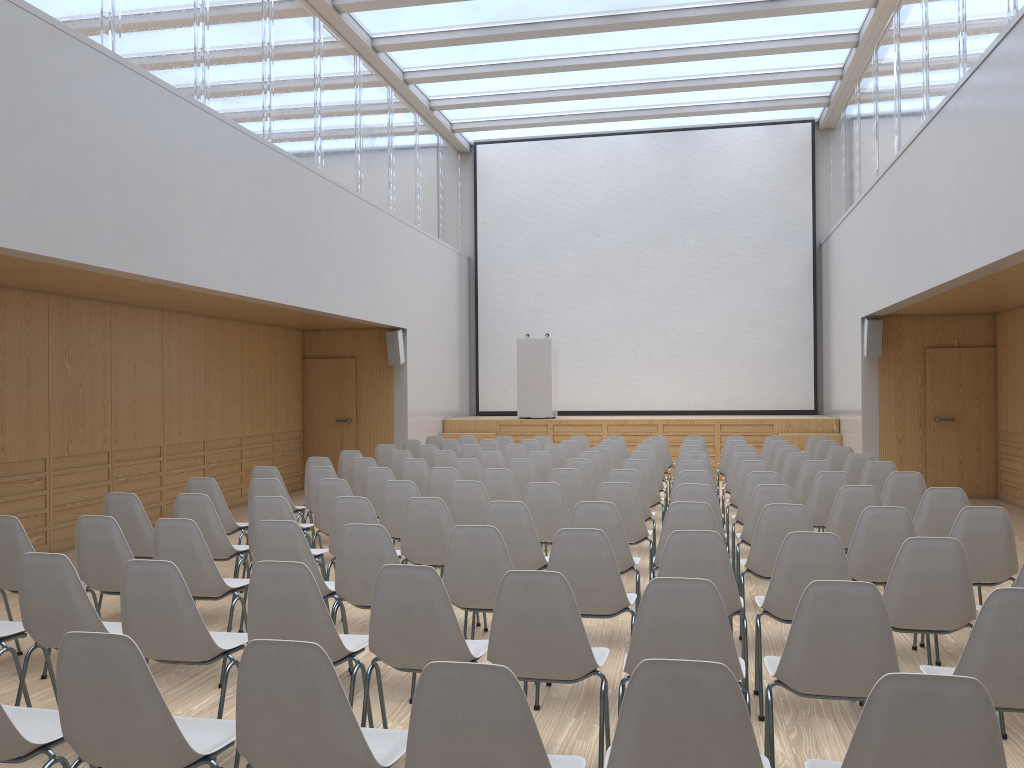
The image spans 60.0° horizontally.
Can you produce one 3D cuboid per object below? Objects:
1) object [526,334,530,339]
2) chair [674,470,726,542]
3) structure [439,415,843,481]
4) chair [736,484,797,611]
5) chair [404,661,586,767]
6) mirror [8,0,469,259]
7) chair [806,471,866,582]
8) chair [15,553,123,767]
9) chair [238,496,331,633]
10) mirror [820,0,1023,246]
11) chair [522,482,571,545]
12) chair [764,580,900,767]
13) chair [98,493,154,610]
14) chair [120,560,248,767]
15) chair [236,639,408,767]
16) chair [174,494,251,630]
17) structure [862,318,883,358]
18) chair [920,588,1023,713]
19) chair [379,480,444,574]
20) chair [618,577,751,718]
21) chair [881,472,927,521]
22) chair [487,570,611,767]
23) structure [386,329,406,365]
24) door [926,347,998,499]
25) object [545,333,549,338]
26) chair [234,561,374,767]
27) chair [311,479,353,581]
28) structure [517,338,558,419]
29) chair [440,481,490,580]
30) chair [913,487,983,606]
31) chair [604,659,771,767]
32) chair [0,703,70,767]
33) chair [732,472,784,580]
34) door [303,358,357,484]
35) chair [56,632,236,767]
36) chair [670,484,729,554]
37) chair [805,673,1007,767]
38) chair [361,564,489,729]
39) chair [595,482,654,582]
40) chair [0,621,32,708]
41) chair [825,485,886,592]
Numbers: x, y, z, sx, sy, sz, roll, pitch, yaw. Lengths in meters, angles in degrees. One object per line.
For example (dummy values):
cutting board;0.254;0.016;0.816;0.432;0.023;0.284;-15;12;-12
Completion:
object;0.271;-0.729;15.442;0.166;0.305;0.252;0;0;-16
chair;1.487;1.117;7.196;0.479;0.876;0.505;-1;0;12
structure;2.133;1.100;15.346;6.552;1.027;2.728;-1;0;12
chair;1.798;1.108;6.152;0.479;0.876;0.505;-1;0;12
chair;-0.051;1.105;2.367;0.479;0.876;0.505;-1;0;12
mirror;-2.777;-3.508;8.656;0.253;2.090;17.827;-1;0;12
chair;2.512;1.106;7.025;0.479;0.876;0.505;-1;0;12
chair;-1.862;1.130;3.876;0.479;0.876;0.505;-1;0;12
chair;-1.459;1.136;5.765;0.479;0.876;0.505;-1;0;12
mirror;3.873;-3.577;7.276;0.253;2.090;17.827;-1;0;12
chair;0.272;1.124;6.427;0.479;0.876;0.505;-1;0;12
chair;1.164;1.098;3.220;0.479;0.876;0.505;-1;0;12
chair;-2.490;1.147;6.021;0.479;0.876;0.505;-1;0;12
chair;-1.357;1.124;3.702;0.479;0.876;0.505;-1;0;12
chair;-0.544;1.111;2.571;0.479;0.876;0.505;-1;0;12
chair;-1.996;1.142;5.937;0.479;0.876;0.505;-1;0;12
structure;4.894;-0.628;12.033;0.196;0.542;0.368;-1;0;12
chair;1.710;1.093;3.086;0.479;0.876;0.505;-1;0;12
chair;-0.757;1.134;6.641;0.479;0.876;0.505;-1;0;12
chair;0.636;1.104;3.288;0.479;0.876;0.505;-1;0;12
chair;3.033;1.101;6.946;0.479;0.876;0.505;-1;0;12
chair;0.133;1.109;3.434;0.479;0.876;0.505;-1;0;12
structure;-1.757;-0.559;13.414;0.196;0.542;0.368;-1;0;12
door;6.048;0.525;11.916;0.873;2.024;0.108;-1;0;12
object;0.612;-0.732;15.372;0.166;0.305;0.252;0;0;-16
chair;-0.835;1.119;3.653;0.479;0.876;0.505;-1;0;12
chair;-1.277;1.140;6.809;0.479;0.876;0.505;-1;0;12
structure;0.444;-0.087;15.472;0.605;1.379;0.605;-1;0;12
chair;-0.266;1.130;6.580;0.479;0.876;0.505;-1;0;12
chair;2.819;1.097;5.899;0.479;0.876;0.505;-1;0;12
chair;0.466;1.100;2.372;0.479;0.876;0.505;-1;0;12
chair;-1.600;1.122;2.752;0.479;0.876;0.505;-1;0;12
chair;1.990;1.111;7.050;0.479;0.876;0.505;-1;0;12
door;-2.848;0.618;13.762;0.873;2.024;0.108;-1;0;12
chair;-1.077;1.116;2.664;0.479;0.876;0.505;-1;0;12
chair;1.281;1.113;6.239;0.479;0.876;0.505;-1;0;12
chair;1.003;1.095;2.250;0.479;0.876;0.505;-1;0;12
chair;-0.335;1.114;3.559;0.479;0.876;0.505;-1;0;12
chair;0.777;1.119;6.393;0.479;0.876;0.505;-1;0;12
chair;-2.413;1.135;3.921;0.479;0.876;0.505;-1;0;12
chair;2.329;1.103;6.060;0.479;0.876;0.505;-1;0;12
